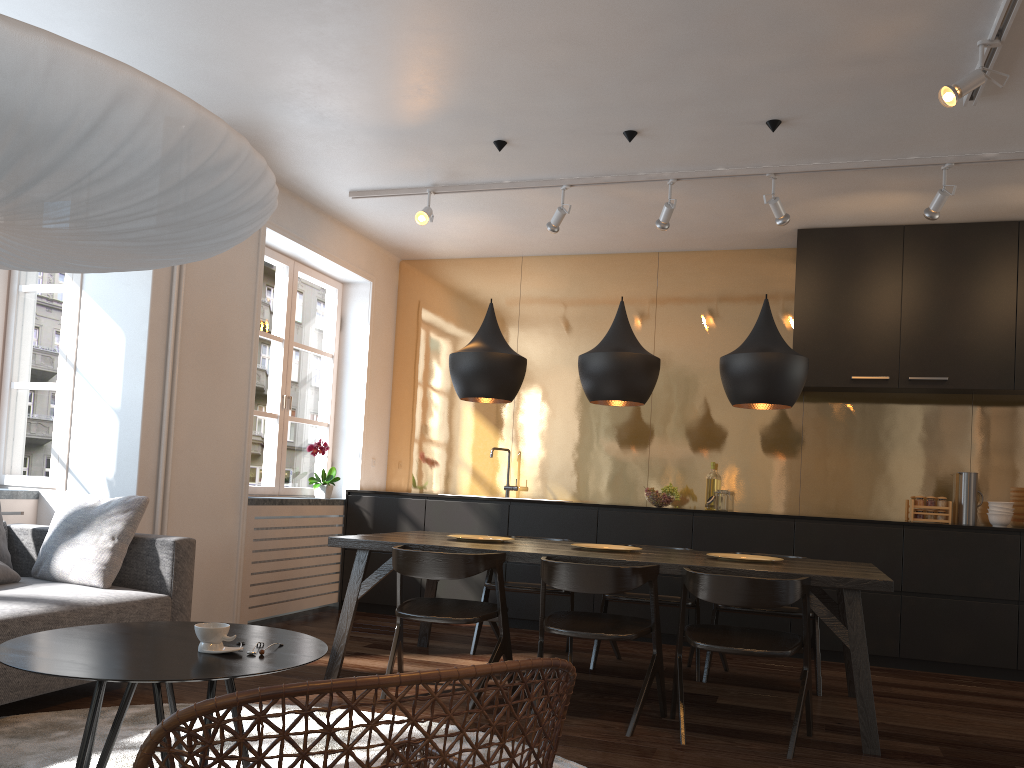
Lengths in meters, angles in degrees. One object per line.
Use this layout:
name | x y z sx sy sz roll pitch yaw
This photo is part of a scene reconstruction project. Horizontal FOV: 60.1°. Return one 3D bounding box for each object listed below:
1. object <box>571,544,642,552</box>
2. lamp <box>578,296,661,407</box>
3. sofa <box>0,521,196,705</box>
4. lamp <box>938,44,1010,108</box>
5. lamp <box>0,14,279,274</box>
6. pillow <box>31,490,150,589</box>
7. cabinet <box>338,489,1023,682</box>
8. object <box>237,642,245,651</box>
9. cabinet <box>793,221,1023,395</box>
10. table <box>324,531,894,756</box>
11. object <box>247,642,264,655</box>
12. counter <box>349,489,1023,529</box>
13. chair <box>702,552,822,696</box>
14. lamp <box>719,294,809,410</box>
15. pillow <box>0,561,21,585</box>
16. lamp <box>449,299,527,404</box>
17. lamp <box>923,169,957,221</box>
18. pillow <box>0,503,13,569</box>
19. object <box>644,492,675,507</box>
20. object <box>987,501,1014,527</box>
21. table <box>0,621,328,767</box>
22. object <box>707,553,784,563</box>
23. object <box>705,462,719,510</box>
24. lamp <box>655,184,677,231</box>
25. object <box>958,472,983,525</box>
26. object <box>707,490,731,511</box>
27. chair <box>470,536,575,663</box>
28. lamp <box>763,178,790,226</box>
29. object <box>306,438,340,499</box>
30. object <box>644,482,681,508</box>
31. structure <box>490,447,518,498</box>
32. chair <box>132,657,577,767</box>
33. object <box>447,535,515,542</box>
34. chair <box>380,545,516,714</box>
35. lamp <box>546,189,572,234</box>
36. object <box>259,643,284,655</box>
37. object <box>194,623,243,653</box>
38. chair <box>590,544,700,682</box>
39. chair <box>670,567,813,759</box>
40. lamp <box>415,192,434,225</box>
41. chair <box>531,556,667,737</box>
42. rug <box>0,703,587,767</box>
object | 0.470 0.818 4.405 0.356 0.016 0.358 3 -7 -1
lamp | 0.540 -0.171 4.436 0.411 0.539 0.413 4 -4 -5
sofa | -1.958 0.828 2.643 2.038 0.668 3.088 1 -7 18
lamp | 1.767 -1.177 3.391 0.250 0.239 0.085 3 -3 0
lamp | -1.268 -0.437 1.917 1.476 0.209 1.472 8 -8 -35
pillow | -1.935 0.694 3.986 0.493 0.412 0.288 2 -4 17
cabinet | 1.264 1.309 6.065 5.060 0.896 0.737 1 -5 18
object | -0.759 0.729 2.471 0.026 0.010 0.124 5 -7 -15
cabinet | 2.863 -0.461 5.754 1.954 1.046 0.534 1 -4 18
table | 0.455 1.159 4.348 2.498 0.676 1.114 1 -6 18
object | -0.707 0.726 2.445 0.025 0.016 0.164 4 -7 -7
counter | 1.289 0.863 6.085 5.057 0.002 0.737 1 -7 18
chair | 1.358 1.262 4.750 0.593 0.668 0.522 2 -4 18
lamp | 1.203 -0.161 4.219 0.412 0.539 0.412 5 -5 -24
pillow | -2.308 0.663 3.552 0.444 0.319 0.495 3 -6 0
lamp | -0.123 -0.181 4.653 0.412 0.539 0.411 6 -5 -38
lamp | 2.265 -1.000 4.641 0.085 0.239 0.252 4 -5 -11
pillow | -2.496 0.617 3.744 0.275 0.474 0.842 2 -6 19
object | 1.014 0.795 6.055 0.219 0.096 0.219 6 -7 -24
object | 3.126 0.832 5.660 0.155 0.159 0.158 8 -6 -43
table | -0.950 0.954 2.421 0.846 0.470 0.852 1 -6 20
object | 1.104 0.828 4.197 0.355 0.016 0.358 0 -7 21
object | 1.424 0.725 6.293 0.092 0.338 0.092 4 -3 -15
lamp | 0.909 -1.021 5.083 0.085 0.239 0.251 4 -5 -16
object | 2.990 0.748 5.769 0.164 0.338 0.115 2 -3 21
object | 1.435 0.798 6.115 0.177 0.151 0.088 4 -4 -5
chair | 0.113 1.246 5.188 0.593 0.668 0.522 2 -4 14
lamp | 2.032 -0.122 5.355 1.841 1.839 0.089 7 -4 -38
object | -1.354 0.609 6.379 0.230 0.435 0.408 3 -5 -5
object | 1.022 0.755 6.041 0.239 0.172 0.179 3 -5 3
structure | -0.058 0.675 6.655 0.109 0.384 0.267 1 -4 34
chair | -0.326 0.734 1.370 0.721 0.706 0.686 7 -6 -39
object | -0.164 0.808 4.613 0.355 0.016 0.358 0 -7 21
chair | -0.298 1.080 3.989 0.593 0.668 0.522 2 -4 17
lamp | 0.298 -1.033 5.275 0.085 0.238 0.252 5 -5 -31
object | -0.665 0.730 2.451 0.015 0.015 0.169 3 -7 6
object | -0.792 0.687 2.381 0.139 0.069 0.092 0 -6 30
chair | 0.780 1.253 4.940 0.593 0.668 0.522 2 -4 16
chair | 0.934 1.100 3.591 0.593 0.668 0.522 2 -4 16
lamp | -0.529 -1.063 5.396 0.085 0.239 0.252 3 -5 5
chair | 0.352 1.091 3.781 0.593 0.668 0.522 2 -4 19
rug | -0.911 1.169 2.257 2.837 0.012 2.854 3 -7 -2
